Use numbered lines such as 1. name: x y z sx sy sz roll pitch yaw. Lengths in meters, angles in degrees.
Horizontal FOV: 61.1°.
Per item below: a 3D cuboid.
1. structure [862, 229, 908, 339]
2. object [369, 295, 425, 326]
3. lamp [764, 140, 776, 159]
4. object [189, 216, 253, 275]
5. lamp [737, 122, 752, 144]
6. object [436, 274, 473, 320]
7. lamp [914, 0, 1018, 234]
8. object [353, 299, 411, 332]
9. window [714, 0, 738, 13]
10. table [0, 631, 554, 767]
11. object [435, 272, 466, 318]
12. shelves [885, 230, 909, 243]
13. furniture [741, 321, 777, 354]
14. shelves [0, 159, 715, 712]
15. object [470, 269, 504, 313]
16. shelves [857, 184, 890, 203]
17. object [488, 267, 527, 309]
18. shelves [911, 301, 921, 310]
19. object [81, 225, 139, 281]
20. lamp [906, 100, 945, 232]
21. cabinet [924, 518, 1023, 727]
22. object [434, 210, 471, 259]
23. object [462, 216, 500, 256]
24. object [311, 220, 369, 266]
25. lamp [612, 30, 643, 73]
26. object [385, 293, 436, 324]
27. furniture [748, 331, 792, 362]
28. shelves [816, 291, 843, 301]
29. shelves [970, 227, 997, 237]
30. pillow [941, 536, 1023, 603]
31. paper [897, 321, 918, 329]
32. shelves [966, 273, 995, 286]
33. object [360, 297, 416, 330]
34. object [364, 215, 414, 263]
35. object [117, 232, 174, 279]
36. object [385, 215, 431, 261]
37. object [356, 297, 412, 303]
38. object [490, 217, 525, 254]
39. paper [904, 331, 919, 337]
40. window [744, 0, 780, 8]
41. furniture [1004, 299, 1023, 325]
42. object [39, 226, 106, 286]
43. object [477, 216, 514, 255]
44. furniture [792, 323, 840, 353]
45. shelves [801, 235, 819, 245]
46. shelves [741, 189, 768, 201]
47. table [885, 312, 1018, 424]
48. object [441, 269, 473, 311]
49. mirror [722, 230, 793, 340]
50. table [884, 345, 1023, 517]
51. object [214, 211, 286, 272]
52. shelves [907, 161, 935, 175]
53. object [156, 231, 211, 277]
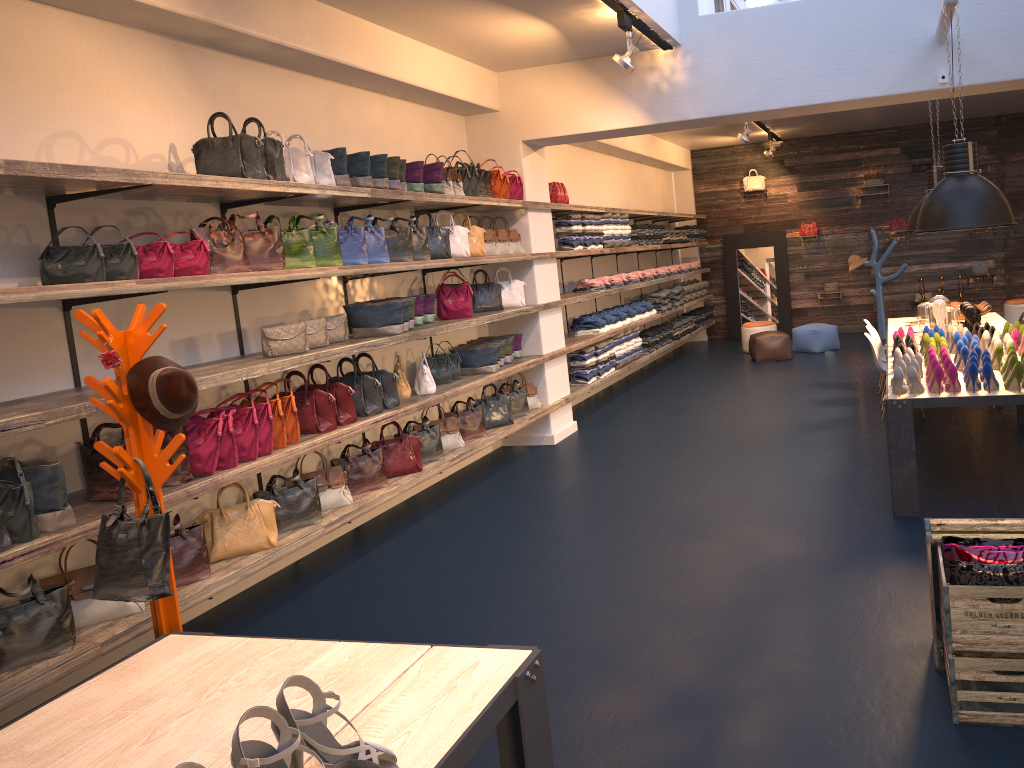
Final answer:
1. structure: 6.079 -1.650 14.285 0.189 1.799 0.885 -10 7 -42
2. object: -0.853 -0.535 6.542 0.426 0.234 0.175 -6 6 -7
3. lamp: 4.251 -3.849 14.313 0.194 0.326 0.224 -8 7 -25
4. object: -1.530 -0.724 4.565 0.184 0.303 0.385 -4 7 12
5. lamp: 3.150 -3.398 11.769 0.194 0.326 0.224 -8 7 -25
6. object: -0.467 -0.704 7.020 0.269 0.360 0.200 -11 8 -44
7. lamp: 3.126 -1.910 6.093 0.680 1.639 0.723 -4 6 12
8. object: -0.897 -0.457 5.997 0.429 0.231 0.174 -6 6 -9
9. window: 3.047 -3.795 6.189 4.247 0.649 11.976 -1 9 23
10. table: -0.967 1.311 1.312 1.171 0.737 2.687 -2 8 22
11. object: -0.492 -0.734 7.162 0.208 0.383 0.275 0 8 43
12. shelves: 6.700 -2.554 15.031 0.430 0.209 0.258 -3 7 18
13. furniture: 3.982 -0.761 13.970 0.547 0.478 0.617 -2 7 23
14. shelves: 3.562 -0.692 6.880 8.191 2.217 17.818 -2 9 22
15. object: -0.261 -0.832 7.734 0.462 0.384 0.177 -10 7 -36
16. shelves: 6.280 -3.280 15.061 0.532 0.315 0.258 -3 7 17
17. object: -0.067 -0.888 8.015 0.457 0.384 0.179 -9 6 -27
18. shelves: 7.157 -1.356 15.049 0.430 0.156 0.258 -2 8 18
19. object: -1.894 -0.600 4.044 0.294 0.275 0.136 -5 6 1
20. lamp: 4.256 -2.374 8.708 0.759 1.639 0.644 -9 7 -33
21. cabinet: 2.707 0.892 2.794 2.593 0.545 0.806 0 9 33
22. object: -0.521 -1.177 6.854 0.461 0.384 0.178 -10 7 -33
23. object: -0.314 -1.268 7.485 0.413 0.365 0.166 -9 7 -30
24. object: -1.098 -0.901 5.563 0.408 0.303 0.173 -11 8 -40
25. lamp: 0.861 -2.458 6.476 0.250 0.326 0.175 -7 6 -11
26. object: -0.785 -0.569 6.745 0.418 0.234 0.178 -5 6 0
27. furniture: 3.863 -0.585 12.998 0.644 0.421 0.657 -5 7 5
28. shelves: 5.657 -1.562 15.445 0.430 0.143 0.258 -2 8 18
29. shelves: 7.973 -2.600 14.695 0.471 0.183 0.212 -3 7 17
30. pillow: 1.811 0.740 3.261 0.339 0.347 0.461 -3 7 21
31. paper: 4.330 -0.640 9.294 0.310 0.014 0.778 0 9 31
32. shelves: 7.974 -1.770 14.772 0.430 0.182 0.258 -2 7 18
33. object: -0.881 -0.482 6.184 0.426 0.234 0.175 -6 6 -7
34. object: -0.862 -1.004 6.035 0.394 0.337 0.207 -7 6 -15
35. object: -1.786 -0.612 4.176 0.269 0.242 0.200 -11 9 -41
36. object: -0.753 -1.047 6.274 0.406 0.337 0.201 -9 7 -29
37. object: -0.920 -0.504 6.364 0.420 0.234 0.177 -5 6 -2
38. object: -0.092 -1.359 7.998 0.413 0.365 0.166 -9 7 -30
39. paper: 4.096 -0.516 8.553 0.781 0.014 0.309 -10 9 -30
40. window: 1.453 -4.119 2.692 4.100 0.834 19.857 -1 9 23
41. furniture: 8.267 -1.131 14.044 0.547 0.478 0.617 -2 7 23
42. object: -1.996 -0.576 3.930 0.294 0.275 0.136 -5 6 1
43. object: -0.198 -1.316 7.754 0.413 0.365 0.166 -9 7 -30
44. furniture: 4.728 -0.733 13.533 0.701 0.421 0.600 -9 8 -30
45. shelves: 5.294 -2.555 15.425 0.289 0.156 0.259 -2 8 19
46. shelves: 4.358 -3.392 15.588 0.430 0.156 0.258 -2 8 18
47. table: 4.483 -0.215 8.878 1.171 0.737 2.687 -2 8 22
48. object: -0.474 -0.769 7.311 0.305 0.408 0.131 -7 5 -12
49. mirror: 4.456 -1.780 15.760 1.102 1.909 0.281 -4 6 17
50. table: 3.420 0.221 6.425 1.171 0.737 2.687 -2 8 22
51. object: -1.436 -0.776 4.757 0.396 0.337 0.206 -7 6 -17
52. shelves: 6.983 -3.683 14.817 0.430 0.178 0.258 -2 8 18
53. object: -1.661 -0.642 4.315 0.269 0.242 0.200 -12 9 -44
